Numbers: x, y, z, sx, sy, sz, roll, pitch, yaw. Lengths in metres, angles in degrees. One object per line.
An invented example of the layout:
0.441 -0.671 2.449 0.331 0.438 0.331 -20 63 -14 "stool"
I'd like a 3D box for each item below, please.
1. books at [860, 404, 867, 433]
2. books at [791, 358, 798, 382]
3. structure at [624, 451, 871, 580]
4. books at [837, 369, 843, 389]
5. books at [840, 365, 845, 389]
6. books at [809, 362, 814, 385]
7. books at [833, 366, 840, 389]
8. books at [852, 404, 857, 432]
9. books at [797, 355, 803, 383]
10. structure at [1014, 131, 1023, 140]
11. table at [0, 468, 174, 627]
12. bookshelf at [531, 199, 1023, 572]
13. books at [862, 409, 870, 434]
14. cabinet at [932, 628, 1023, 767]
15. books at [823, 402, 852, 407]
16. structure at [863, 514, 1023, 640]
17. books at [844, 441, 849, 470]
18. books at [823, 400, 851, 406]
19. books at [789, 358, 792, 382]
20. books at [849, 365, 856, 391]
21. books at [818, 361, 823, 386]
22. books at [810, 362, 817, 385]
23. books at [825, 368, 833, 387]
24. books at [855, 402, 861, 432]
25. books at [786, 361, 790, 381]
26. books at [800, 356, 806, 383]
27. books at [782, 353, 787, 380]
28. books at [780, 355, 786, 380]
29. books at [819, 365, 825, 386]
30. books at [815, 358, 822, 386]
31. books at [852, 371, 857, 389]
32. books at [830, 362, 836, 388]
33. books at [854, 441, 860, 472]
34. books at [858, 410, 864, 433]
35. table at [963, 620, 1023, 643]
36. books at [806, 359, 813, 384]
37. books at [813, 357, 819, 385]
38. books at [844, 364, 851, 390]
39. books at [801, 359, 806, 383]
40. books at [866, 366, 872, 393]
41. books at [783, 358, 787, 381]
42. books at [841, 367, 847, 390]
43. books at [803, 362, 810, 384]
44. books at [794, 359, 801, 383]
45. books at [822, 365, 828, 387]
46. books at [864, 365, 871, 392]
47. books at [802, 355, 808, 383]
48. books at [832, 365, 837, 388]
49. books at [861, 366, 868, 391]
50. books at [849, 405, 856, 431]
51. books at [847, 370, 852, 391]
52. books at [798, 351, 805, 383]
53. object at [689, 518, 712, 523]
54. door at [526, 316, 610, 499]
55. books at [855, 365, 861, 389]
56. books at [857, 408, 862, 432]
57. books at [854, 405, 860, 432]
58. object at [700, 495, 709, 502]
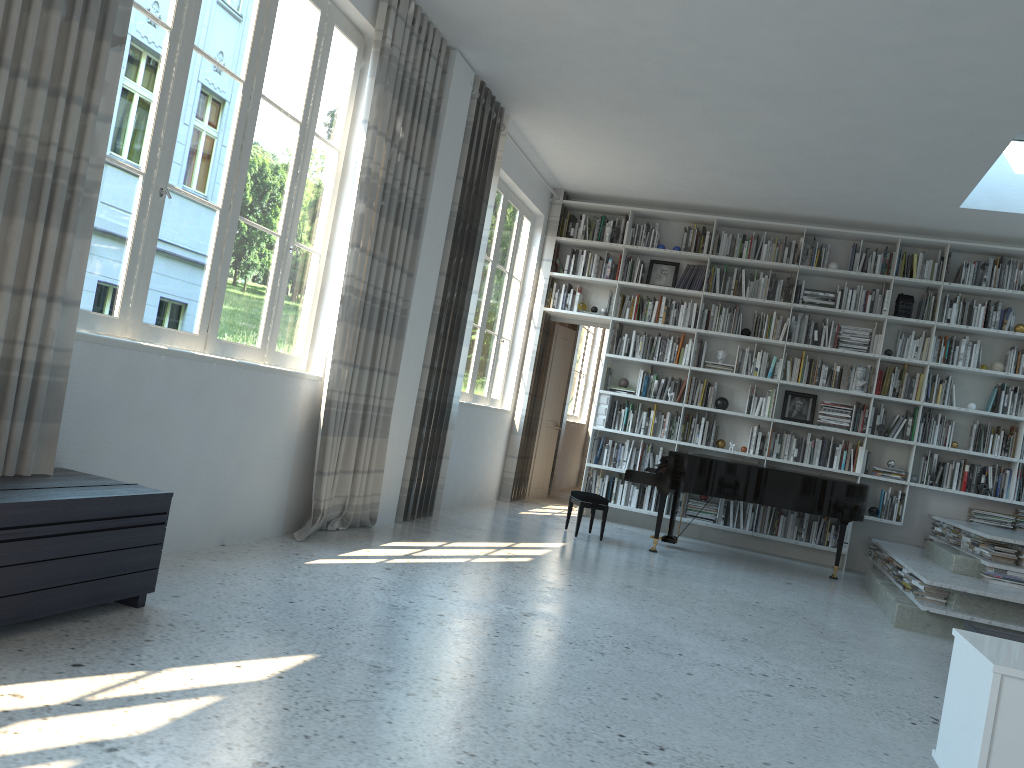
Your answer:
3.288 0.329 8.319 0.011 0.279 0.186 10 -1 16 "books"
2.713 -0.123 8.532 0.026 0.248 0.139 10 -1 16 "books"
1.966 1.084 7.486 1.917 0.832 1.335 10 -2 16 "structure"
3.095 -0.036 8.394 0.029 0.200 0.178 10 -1 16 "books"
3.115 -0.055 8.378 0.012 0.245 0.186 10 -1 16 "books"
2.859 -0.089 8.474 0.012 0.228 0.169 10 -1 16 "books"
3.069 -0.052 8.400 0.029 0.224 0.185 10 -1 16 "books"
3.213 0.326 8.343 0.011 0.260 0.184 10 -1 16 "books"
2.763 -0.133 8.525 0.010 0.284 0.136 10 -1 16 "books"
4.513 -0.132 6.134 2.612 3.381 1.956 10 -1 16 "structure"
-1.625 0.515 2.819 0.523 0.415 0.926 10 -2 16 "table"
3.138 0.163 8.318 6.293 3.141 0.330 10 -1 16 "bookshelf"
3.303 0.357 8.303 0.034 0.229 0.199 10 -1 16 "books"
1.425 1.000 2.431 0.380 0.487 0.503 10 -1 16 "cabinet"
3.074 0.197 8.397 0.254 0.012 0.161 10 -2 13 "books"
4.191 1.544 6.508 2.897 0.659 3.115 10 -2 16 "structure"
3.147 0.675 8.360 0.010 0.284 0.132 10 -1 16 "books"
3.075 0.184 8.396 0.254 0.012 0.161 9 -2 20 "books"
2.678 -0.127 8.533 0.042 0.242 0.162 10 -1 16 "books"
3.208 -0.046 8.380 0.024 0.259 0.126 10 -1 16 "books"
2.938 -0.088 8.465 0.011 0.251 0.130 10 -1 16 "books"
2.879 -0.090 8.476 0.025 0.236 0.137 10 -1 16 "books"
3.014 -0.048 8.441 0.050 0.199 0.146 10 -1 16 "books"
3.251 0.319 8.344 0.011 0.288 0.152 10 -1 16 "books"
2.654 -0.114 8.526 0.053 0.208 0.156 10 -1 16 "books"
2.775 -0.124 8.475 0.015 0.266 0.189 10 -1 16 "books"
2.628 -0.155 8.564 0.010 0.282 0.140 10 -1 16 "books"
2.612 -0.144 8.558 0.012 0.254 0.161 10 -1 16 "books"
2.948 -0.068 8.447 0.024 0.216 0.175 10 -1 16 "books"
2.913 -0.101 8.444 0.027 0.267 0.190 10 -1 16 "books"
3.230 -0.013 8.369 0.035 0.201 0.149 10 -1 16 "books"
3.046 -0.073 8.423 0.014 0.258 0.161 10 -1 16 "books"
3.231 0.680 8.326 0.011 0.300 0.149 10 -1 16 "books"
3.273 0.359 8.340 0.021 0.217 0.132 10 -1 16 "books"
2.902 1.457 4.112 1.269 0.218 1.258 10 -2 16 "table"
2.848 -0.106 8.499 0.028 0.259 0.134 10 -1 16 "books"
2.900 -0.111 8.464 0.013 0.283 0.177 10 -1 16 "books"
3.162 -0.054 8.383 0.025 0.258 0.150 10 -1 16 "books"
2.793 -0.108 8.503 0.010 0.244 0.149 10 -1 16 "books"
3.348 -0.026 8.330 0.014 0.266 0.154 10 -1 16 "books"
2.633 -0.130 8.560 0.011 0.235 0.142 10 -1 16 "books"
3.141 -0.042 8.408 0.025 0.230 0.143 10 -1 16 "books"
2.819 -0.096 8.500 0.024 0.228 0.147 10 -1 16 "books"
2.737 -0.116 8.518 0.029 0.240 0.156 10 -1 16 "books"
2.974 -0.063 8.440 0.030 0.215 0.168 10 -1 16 "books"
3.336 -0.034 8.351 0.025 0.279 0.108 10 -1 16 "books"
2.801 -0.126 8.483 0.010 0.281 0.170 10 -1 16 "books"
3.054 -0.059 8.416 0.010 0.234 0.175 10 -1 16 "books"
3.307 -0.030 8.347 0.025 0.259 0.130 10 -1 16 "books"
3.202 0.328 8.349 0.012 0.254 0.161 10 -1 16 "books"
3.184 -0.023 8.392 0.022 0.206 0.114 10 -1 16 "books"
2.766 -0.151 8.480 0.014 0.317 0.188 10 -1 16 "books"
1.844 1.329 8.667 0.254 0.007 0.161 9 -2 19 "object"
0.624 0.331 9.659 0.833 1.980 0.787 10 -1 16 "door"
3.261 -0.039 8.371 0.014 0.263 0.135 10 -1 16 "books"
3.259 0.349 8.346 0.013 0.232 0.134 10 -1 16 "books"
3.237 0.333 8.347 0.013 0.256 0.163 10 -1 16 "books"
1.873 1.097 8.639 0.086 0.087 0.086 10 -1 -6 "object"
